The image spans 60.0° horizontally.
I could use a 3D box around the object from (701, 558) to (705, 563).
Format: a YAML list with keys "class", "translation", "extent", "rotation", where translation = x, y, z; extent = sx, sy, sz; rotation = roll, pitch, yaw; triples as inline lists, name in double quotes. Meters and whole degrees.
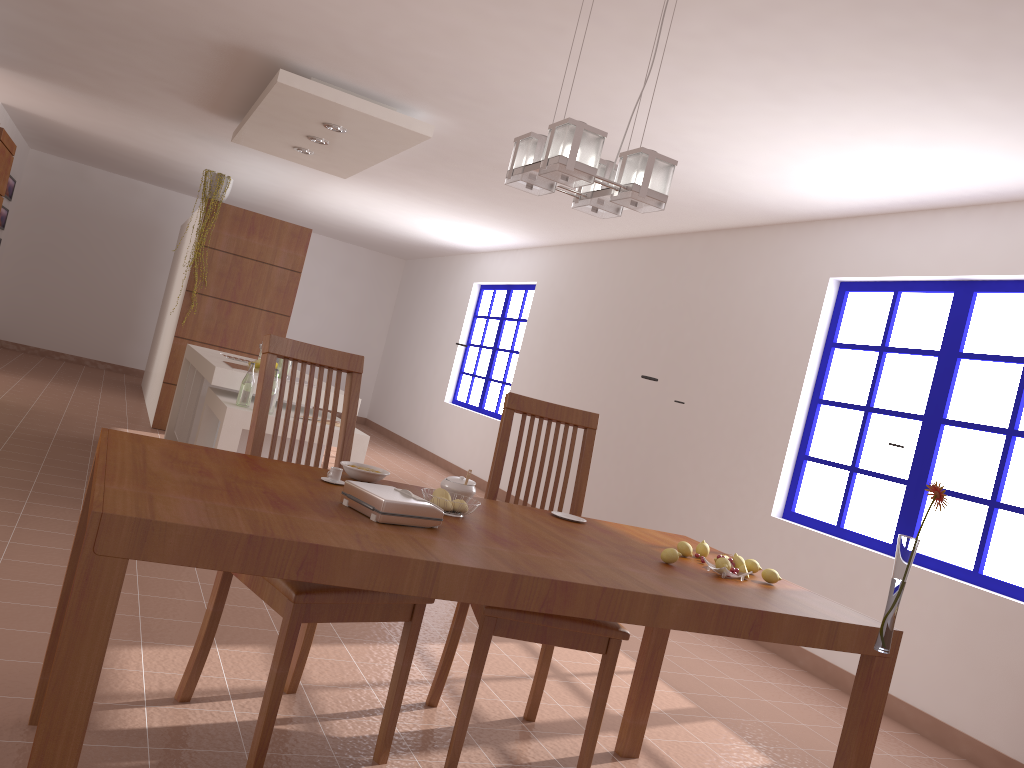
- class: "object"
  translation: [0.520, 0.480, 2.410]
  extent: [0.014, 0.014, 0.012]
  rotation: [14, 0, -36]

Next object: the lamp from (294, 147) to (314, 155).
- class: "lamp"
  translation: [-1.489, -1.689, 6.359]
  extent: [0.143, 0.059, 0.143]
  rotation: [14, 0, 4]

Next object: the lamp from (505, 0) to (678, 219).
- class: "lamp"
  translation: [0.283, -0.908, 2.193]
  extent: [0.304, 0.919, 0.304]
  rotation: [14, 0, -25]

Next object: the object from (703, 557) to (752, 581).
- class: "object"
  translation: [0.551, 0.479, 2.282]
  extent: [0.092, 0.032, 0.091]
  rotation: [14, 0, -25]

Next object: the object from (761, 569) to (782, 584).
- class: "object"
  translation: [0.685, 0.509, 2.350]
  extent: [0.043, 0.038, 0.043]
  rotation: [14, 0, -35]

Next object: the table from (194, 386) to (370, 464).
- class: "table"
  translation: [-1.348, 0.458, 4.947]
  extent: [0.737, 0.647, 1.003]
  rotation: [14, 0, -25]

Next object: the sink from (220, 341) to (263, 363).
- class: "sink"
  translation: [-1.832, -0.156, 6.287]
  extent: [0.404, 0.368, 0.668]
  rotation: [14, 0, -25]

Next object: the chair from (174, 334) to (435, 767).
- class: "chair"
  translation: [-0.539, 0.441, 2.469]
  extent: [0.444, 1.063, 0.574]
  rotation: [14, 0, -44]

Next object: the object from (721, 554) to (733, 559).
- class: "object"
  translation: [0.579, 0.464, 2.387]
  extent: [0.034, 0.011, 0.037]
  rotation: [14, 0, 26]

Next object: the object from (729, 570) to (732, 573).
- class: "object"
  translation: [0.559, 0.486, 2.280]
  extent: [0.014, 0.013, 0.014]
  rotation: [14, 0, 0]

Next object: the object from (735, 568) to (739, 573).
- class: "object"
  translation: [0.581, 0.483, 2.296]
  extent: [0.014, 0.014, 0.012]
  rotation: [14, 0, -12]

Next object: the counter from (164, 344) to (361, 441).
- class: "counter"
  translation: [-1.758, 0.279, 5.905]
  extent: [0.821, 0.800, 2.156]
  rotation: [14, 0, -25]

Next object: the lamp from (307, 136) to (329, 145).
- class: "lamp"
  translation: [-1.288, -1.640, 5.905]
  extent: [0.143, 0.059, 0.143]
  rotation: [14, 0, 4]

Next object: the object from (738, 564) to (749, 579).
- class: "object"
  translation: [0.608, 0.491, 2.325]
  extent: [0.033, 0.036, 0.039]
  rotation: [14, 0, 13]

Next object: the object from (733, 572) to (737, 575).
- class: "object"
  translation: [0.570, 0.489, 2.277]
  extent: [0.013, 0.014, 0.014]
  rotation: [14, 0, 5]

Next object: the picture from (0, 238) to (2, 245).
- class: "picture"
  translation: [-5.746, -1.516, 9.778]
  extent: [0.015, 0.248, 1.408]
  rotation: [14, 0, -25]

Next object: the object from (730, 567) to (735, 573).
- class: "object"
  translation: [0.561, 0.482, 2.304]
  extent: [0.040, 0.023, 0.049]
  rotation: [14, 0, 21]

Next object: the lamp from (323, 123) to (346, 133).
- class: "lamp"
  translation: [-1.083, -1.590, 5.445]
  extent: [0.143, 0.059, 0.143]
  rotation: [14, 0, -41]

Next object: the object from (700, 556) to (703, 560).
- class: "object"
  translation: [0.528, 0.483, 2.454]
  extent: [0.014, 0.012, 0.014]
  rotation: [14, 0, -20]

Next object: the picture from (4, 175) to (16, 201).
- class: "picture"
  translation: [-5.577, -2.196, 9.779]
  extent: [0.015, 0.248, 1.408]
  rotation: [14, 0, -25]

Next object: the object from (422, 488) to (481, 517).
- class: "object"
  translation: [-0.155, 0.299, 2.200]
  extent: [0.151, 0.041, 0.151]
  rotation: [14, 0, 26]

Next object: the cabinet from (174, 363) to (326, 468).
- class: "cabinet"
  translation: [-1.744, 0.334, 5.855]
  extent: [0.737, 0.700, 2.048]
  rotation: [14, 0, -25]

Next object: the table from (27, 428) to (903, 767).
- class: "table"
  translation: [-0.128, 0.709, 2.157]
  extent: [1.800, 0.740, 0.900]
  rotation: [14, 0, -25]

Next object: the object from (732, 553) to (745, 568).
- class: "object"
  translation: [0.606, 0.482, 2.381]
  extent: [0.039, 0.049, 0.039]
  rotation: [14, 0, -17]

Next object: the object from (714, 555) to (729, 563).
- class: "object"
  translation: [0.570, 0.481, 2.395]
  extent: [0.041, 0.039, 0.044]
  rotation: [14, 0, 29]

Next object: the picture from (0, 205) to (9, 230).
- class: "picture"
  translation: [-5.662, -1.856, 9.779]
  extent: [0.015, 0.248, 1.408]
  rotation: [14, 0, -25]

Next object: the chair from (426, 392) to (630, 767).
- class: "chair"
  translation: [0.076, 0.594, 2.758]
  extent: [0.444, 1.063, 0.574]
  rotation: [14, 0, -15]

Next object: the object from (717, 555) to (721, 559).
- class: "object"
  translation: [0.557, 0.465, 2.382]
  extent: [0.014, 0.014, 0.013]
  rotation: [14, 0, 33]

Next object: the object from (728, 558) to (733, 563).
- class: "object"
  translation: [0.581, 0.470, 2.360]
  extent: [0.012, 0.014, 0.014]
  rotation: [14, 0, -44]

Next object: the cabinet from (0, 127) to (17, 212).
- class: "cabinet"
  translation: [-3.546, -1.198, 4.897]
  extent: [0.754, 1.200, 4.718]
  rotation: [14, 0, -25]

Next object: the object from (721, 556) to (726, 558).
- class: "object"
  translation: [0.564, 0.466, 2.369]
  extent: [0.014, 0.014, 0.012]
  rotation: [14, 0, -3]

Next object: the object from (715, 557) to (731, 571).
- class: "object"
  translation: [0.541, 0.464, 2.272]
  extent: [0.042, 0.038, 0.043]
  rotation: [14, 0, 42]
